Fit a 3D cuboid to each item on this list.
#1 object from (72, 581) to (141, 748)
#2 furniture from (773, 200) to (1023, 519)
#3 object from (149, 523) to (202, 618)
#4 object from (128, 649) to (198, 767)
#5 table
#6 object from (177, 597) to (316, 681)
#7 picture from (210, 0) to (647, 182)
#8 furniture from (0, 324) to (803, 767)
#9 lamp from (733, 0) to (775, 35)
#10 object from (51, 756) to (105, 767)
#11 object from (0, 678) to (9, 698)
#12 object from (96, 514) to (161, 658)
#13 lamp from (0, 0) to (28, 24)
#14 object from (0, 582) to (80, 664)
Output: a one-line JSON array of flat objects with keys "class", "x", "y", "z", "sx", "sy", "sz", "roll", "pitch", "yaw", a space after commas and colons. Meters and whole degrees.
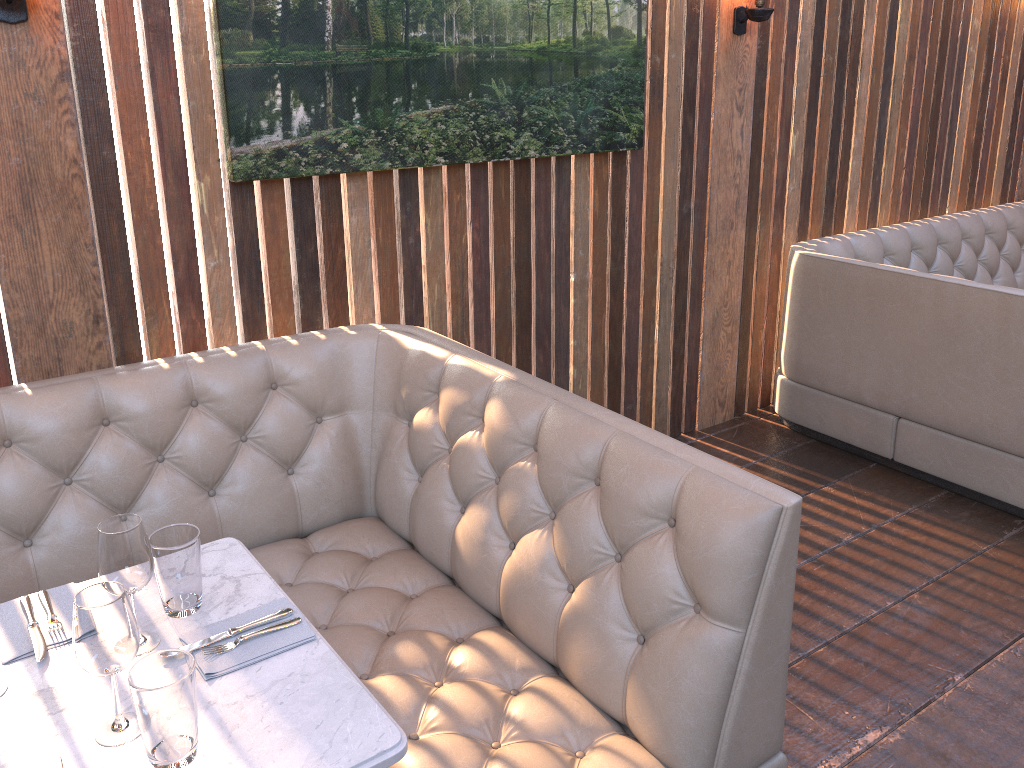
[{"class": "object", "x": -0.615, "y": 0.428, "z": 1.356, "sx": 0.092, "sy": 0.240, "sz": 0.094, "roll": 3, "pitch": 17, "yaw": 12}, {"class": "furniture", "x": 3.357, "y": -0.432, "z": 4.701, "sx": 4.185, "sy": 0.844, "sz": 1.731, "roll": -14, "pitch": 23, "yaw": -33}, {"class": "object", "x": -0.632, "y": 0.358, "z": 1.679, "sx": 0.092, "sy": 0.155, "sz": 0.093, "roll": 14, "pitch": 23, "yaw": 39}, {"class": "object", "x": -0.509, "y": 0.488, "z": 1.310, "sx": 0.092, "sy": 0.155, "sz": 0.093, "roll": 14, "pitch": 23, "yaw": 39}, {"class": "table", "x": -0.703, "y": 0.840, "z": 1.541, "sx": 0.804, "sy": 0.660, "sz": 0.808, "roll": -14, "pitch": 22, "yaw": -34}, {"class": "object", "x": -0.498, "y": 0.458, "z": 1.597, "sx": 0.257, "sy": 0.018, "sz": 0.159, "roll": -14, "pitch": 23, "yaw": -33}, {"class": "picture", "x": -0.170, "y": -1.242, "z": 2.959, "sx": 1.661, "sy": 0.980, "sz": 0.066, "roll": -14, "pitch": 21, "yaw": -33}, {"class": "furniture", "x": -1.593, "y": 0.812, "z": 1.375, "sx": 4.185, "sy": 0.844, "sz": 1.731, "roll": -14, "pitch": 23, "yaw": -33}, {"class": "lamp", "x": 1.016, "y": -1.614, "z": 3.662, "sx": 0.147, "sy": 0.314, "sz": 0.180, "roll": -12, "pitch": 21, "yaw": -33}, {"class": "object", "x": -0.622, "y": 0.599, "z": 1.206, "sx": 0.158, "sy": 0.018, "sz": 0.258, "roll": -14, "pitch": 23, "yaw": -32}, {"class": "object", "x": -0.884, "y": 0.401, "z": 1.441, "sx": 0.092, "sy": 0.240, "sz": 0.094, "roll": 3, "pitch": 17, "yaw": 12}, {"class": "object", "x": -0.676, "y": 0.355, "z": 1.562, "sx": 0.092, "sy": 0.240, "sz": 0.094, "roll": 3, "pitch": 17, "yaw": 12}, {"class": "lamp", "x": -1.231, "y": -1.049, "z": 2.152, "sx": 0.147, "sy": 0.314, "sz": 0.180, "roll": -12, "pitch": 21, "yaw": -33}, {"class": "object", "x": -0.873, "y": 0.445, "z": 1.647, "sx": 0.158, "sy": 0.018, "sz": 0.258, "roll": -14, "pitch": 23, "yaw": -32}]
